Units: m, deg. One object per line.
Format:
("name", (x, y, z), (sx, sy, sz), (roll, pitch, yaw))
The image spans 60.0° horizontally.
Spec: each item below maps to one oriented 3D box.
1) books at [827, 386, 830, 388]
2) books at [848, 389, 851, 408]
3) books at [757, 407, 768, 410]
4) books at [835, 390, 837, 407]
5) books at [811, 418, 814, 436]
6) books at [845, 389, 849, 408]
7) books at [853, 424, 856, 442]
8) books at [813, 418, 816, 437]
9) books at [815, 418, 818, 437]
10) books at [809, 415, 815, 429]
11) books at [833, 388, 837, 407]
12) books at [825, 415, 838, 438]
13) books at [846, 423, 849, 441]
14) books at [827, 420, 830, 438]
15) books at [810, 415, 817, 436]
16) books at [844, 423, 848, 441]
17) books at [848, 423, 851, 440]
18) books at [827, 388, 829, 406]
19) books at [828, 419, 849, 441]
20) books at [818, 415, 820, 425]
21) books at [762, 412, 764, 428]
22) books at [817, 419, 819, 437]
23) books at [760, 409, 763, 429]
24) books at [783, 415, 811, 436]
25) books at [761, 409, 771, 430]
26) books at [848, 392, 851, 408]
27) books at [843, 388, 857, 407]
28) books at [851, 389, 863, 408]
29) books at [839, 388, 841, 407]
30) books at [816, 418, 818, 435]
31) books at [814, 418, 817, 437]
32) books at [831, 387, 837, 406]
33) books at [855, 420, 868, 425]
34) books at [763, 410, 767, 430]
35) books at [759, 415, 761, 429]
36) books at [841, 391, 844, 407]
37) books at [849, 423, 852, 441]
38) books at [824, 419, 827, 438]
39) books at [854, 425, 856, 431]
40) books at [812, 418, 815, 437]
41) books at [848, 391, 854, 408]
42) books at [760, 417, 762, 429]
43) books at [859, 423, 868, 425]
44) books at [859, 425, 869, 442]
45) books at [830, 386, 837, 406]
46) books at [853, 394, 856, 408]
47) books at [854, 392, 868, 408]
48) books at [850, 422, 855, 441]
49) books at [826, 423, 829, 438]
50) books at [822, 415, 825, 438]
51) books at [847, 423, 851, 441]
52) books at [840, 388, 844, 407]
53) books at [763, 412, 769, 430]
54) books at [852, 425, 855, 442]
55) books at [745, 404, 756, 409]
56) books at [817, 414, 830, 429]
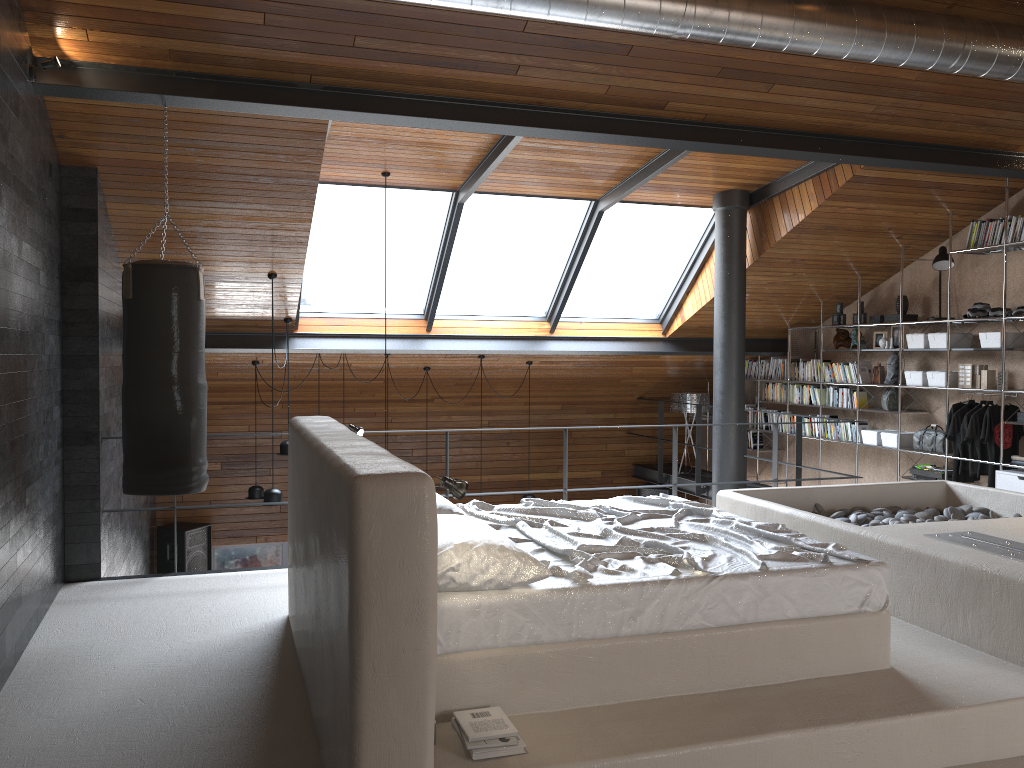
("books", (3.360, 0.123, 9.217), (0.207, 0.207, 0.010), (0, 2, -18))
("books", (3.431, 0.143, 8.892), (0.129, 0.188, 0.010), (0, 2, -18))
("books", (2.932, 0.400, 10.394), (0.131, 0.247, 0.018), (0, 2, -18))
("books", (3.373, 0.146, 9.070), (0.146, 0.171, 0.018), (0, 2, -18))
("books", (3.246, 0.451, 9.425), (0.123, 0.203, 0.054), (0, 2, -18))
("books", (3.421, 0.141, 8.926), (0.148, 0.190, 0.013), (0, 2, -18))
("books", (3.460, 0.486, 8.808), (0.146, 0.171, 0.054), (0, 2, -18))
("books", (3.253, 0.447, 9.396), (0.133, 0.218, 0.051), (0, 2, -18))
("books", (3.267, 0.452, 9.356), (0.131, 0.205, 0.051), (0, 2, -18))
("books", (3.234, 0.439, 9.461), (0.117, 0.220, 0.054), (0, 2, -18))
("books", (3.367, 0.136, 9.109), (0.160, 0.187, 0.021), (0, 2, -18))
("books", (3.328, 0.442, 9.208), (0.148, 0.233, 0.053), (0, 2, -18))
("books", (3.438, 0.474, 8.911), (0.169, 0.188, 0.058), (0, 2, -18))
("books", (3.330, 0.459, 9.178), (0.137, 0.201, 0.047), (0, 2, -18))
("books", (3.247, 0.443, 9.445), (0.155, 0.215, 0.055), (0, 2, -18))
("books", (3.413, 0.473, 8.932), (0.148, 0.189, 0.053), (0, 2, -18))
("books", (3.463, 0.468, 8.893), (0.192, 0.202, 0.055), (0, 2, -18))
("books", (3.327, 0.132, 9.195), (0.148, 0.190, 0.013), (0, 2, -18))
("books", (3.367, 0.463, 9.057), (0.136, 0.210, 0.273), (0, 2, -18))
("books", (3.273, 0.439, 9.278), (0.148, 0.233, 0.053), (0, 2, -18))
("books", (2.971, 0.418, 10.271), (0.141, 0.221, 0.055), (0, 2, -18))
("books", (3.274, 0.460, 9.327), (0.138, 0.191, 0.049), (0, 2, -18))
("books", (2.956, 0.410, 10.314), (0.143, 0.235, 0.055), (0, 2, -18))
("books", (3.147, 0.443, 9.671), (0.139, 0.211, 0.467), (0, 2, -18))
("books", (2.974, 0.411, 10.305), (0.148, 0.233, 0.053), (0, 2, -18))
("books", (3.423, 0.156, 8.862), (0.130, 0.167, 0.046), (0, 2, -18))
("books", (3.415, 0.138, 8.957), (0.146, 0.195, 0.023), (0, 2, -18))
("books", (3.439, 0.147, 8.808), (0.129, 0.186, 0.050), (0, 2, -18))
("books", (3.386, 0.139, 8.999), (0.148, 0.190, 0.013), (0, 2, -18))
("books", (3.271, 0.448, 9.343), (0.137, 0.216, 0.049), (0, 2, -18))
("books", (3.270, 0.448, 9.387), (0.137, 0.216, 0.049), (0, 2, -18))
("books", (3.377, 0.127, 9.155), (0.192, 0.204, 0.012), (0, 2, -18))
("books", (3.472, 0.464, 8.782), (0.143, 0.217, 0.066), (0, 2, -18))
("books", (2.975, 0.412, 10.257), (0.148, 0.233, 0.053), (0, 2, -18))
("books", (2.948, 0.417, 10.344), (0.133, 0.219, 0.058), (0, 2, -18))
("books", (3.397, 0.154, 8.973), (0.143, 0.161, 0.019), (0, 2, -18))
("books", (3.444, 0.475, 8.874), (0.148, 0.189, 0.053), (0, 2, -18))
("books", (3.317, 0.455, 9.215), (0.149, 0.205, 0.049), (0, 2, -18))
("books", (3.468, 0.484, 8.796), (0.148, 0.175, 0.046), (0, 2, -18))
("books", (3.252, 0.457, 9.409), (0.126, 0.197, 0.047), (0, 2, -18))
("books", (3.435, 0.156, 8.851), (0.148, 0.167, 0.053), (0, 2, -18))
("books", (2.955, 0.420, 10.328), (0.136, 0.212, 0.051), (0, 2, -18))
("books", (3.470, 0.479, 8.764), (0.129, 0.186, 0.050), (0, 2, -18))
("books", (3.476, 0.490, 8.755), (0.130, 0.166, 0.046), (0, 2, -18))
("books", (3.368, 0.125, 9.164), (0.191, 0.207, 0.012), (0, 2, -18))
("books", (3.452, 0.168, 8.795), (0.131, 0.147, 0.045), (0, 2, -18))
("books", (3.459, 0.160, 8.781), (0.129, 0.165, 0.056), (0, 2, -18))
("books", (3.453, 0.477, 8.846), (0.160, 0.187, 0.060), (0, 2, -18))
("books", (3.317, 0.468, 9.187), (0.131, 0.180, 0.042), (0, 2, -18))
("books", (3.288, 0.441, 9.232), (0.148, 0.233, 0.053), (0, 2, -18))
("books", (3.455, 0.466, 8.902), (0.191, 0.205, 0.055), (0, 2, -18))
("books", (3.395, 0.139, 8.988), (0.148, 0.190, 0.013), (0, 2, -18))
("books", (2.978, 0.427, 10.240), (0.148, 0.206, 0.053), (0, 2, -18))
("books", (3.444, 0.488, 8.817), (0.130, 0.167, 0.046), (0, 2, -18))
("books", (2.865, 0.380, 10.663), (0.143, 0.268, 0.020), (0, 2, -18))
("books", (3.280, 0.437, 9.313), (0.143, 0.236, 0.062), (0, 2, -18))
